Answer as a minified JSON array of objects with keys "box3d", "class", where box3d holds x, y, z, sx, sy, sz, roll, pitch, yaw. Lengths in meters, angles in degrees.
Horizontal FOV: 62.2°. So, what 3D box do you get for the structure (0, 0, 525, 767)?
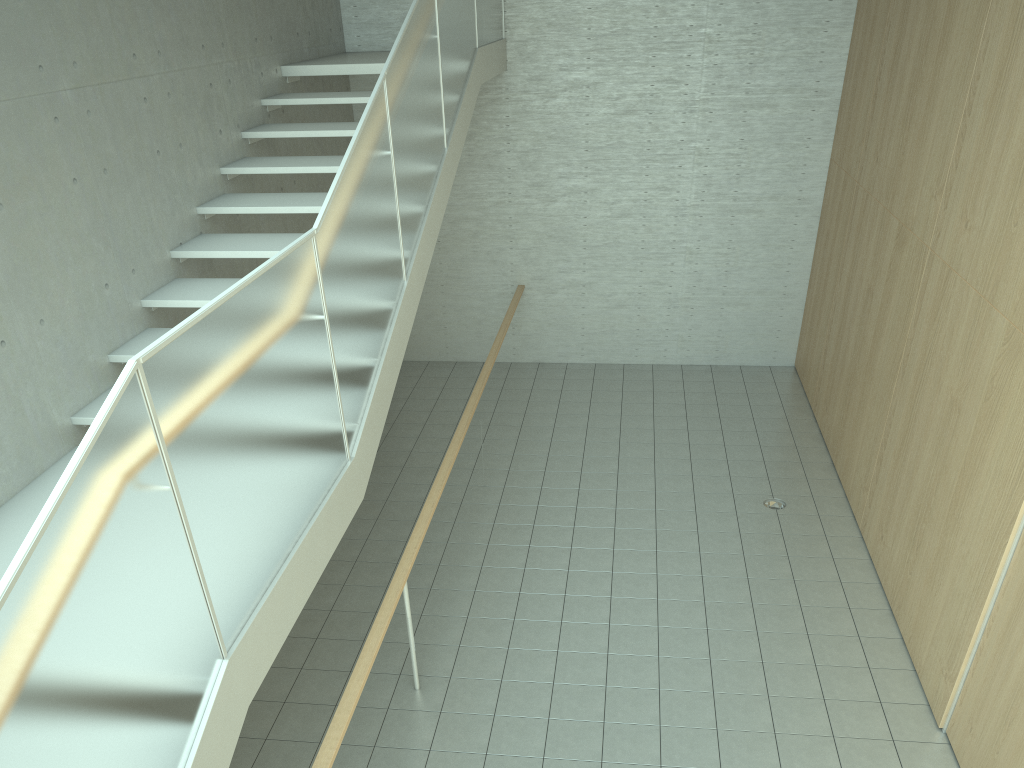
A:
[{"box3d":[-1.592,0.209,3.914,1.883,4.884,10.982,3,26,8],"class":"structure"}]
